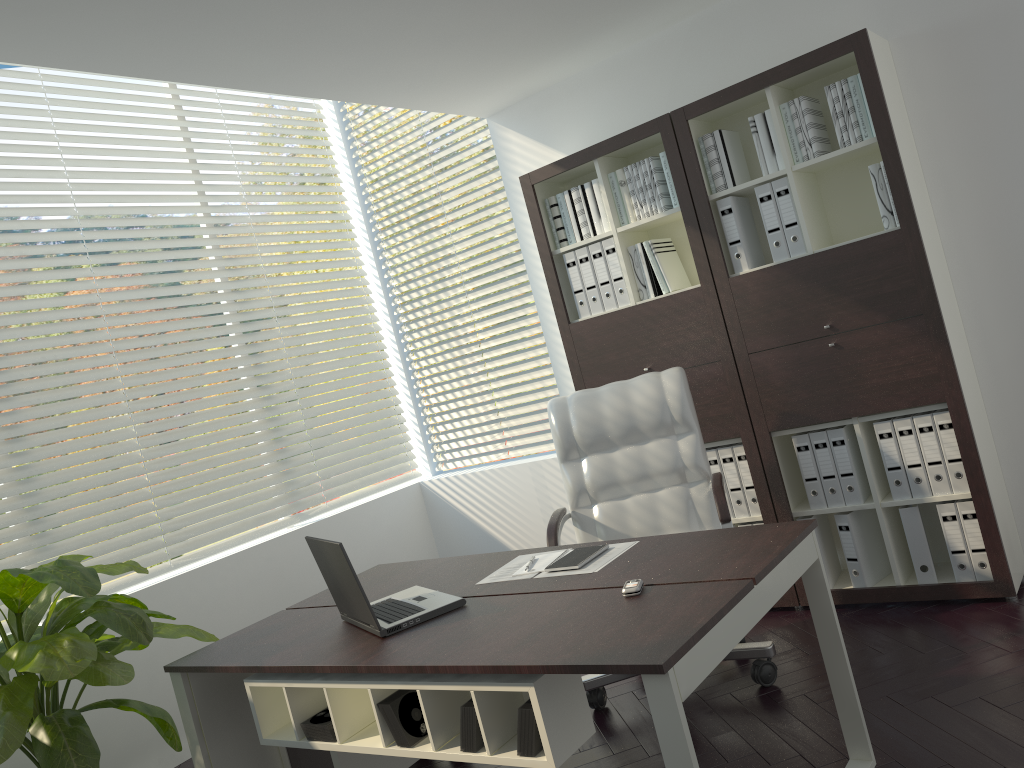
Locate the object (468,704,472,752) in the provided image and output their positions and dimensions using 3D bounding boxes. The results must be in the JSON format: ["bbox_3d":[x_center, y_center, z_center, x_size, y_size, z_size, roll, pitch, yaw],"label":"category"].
[{"bbox_3d":[-0.066,0.817,2.177,0.040,0.113,0.133,-15,1,37],"label":"object"}]

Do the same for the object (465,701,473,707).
[{"bbox_3d":[-0.074,0.818,2.183,0.039,0.113,0.133,-15,1,37],"label":"object"}]

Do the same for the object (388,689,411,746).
[{"bbox_3d":[-0.252,0.863,2.321,0.039,0.113,0.133,-15,1,37],"label":"object"}]

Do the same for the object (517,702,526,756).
[{"bbox_3d":[0.051,0.787,2.085,0.040,0.113,0.133,-15,1,37],"label":"object"}]

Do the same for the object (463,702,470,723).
[{"bbox_3d":[-0.078,0.819,2.185,0.039,0.113,0.133,-15,1,37],"label":"object"}]

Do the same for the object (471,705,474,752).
[{"bbox_3d":[-0.058,0.814,2.170,0.039,0.113,0.133,-15,1,37],"label":"object"}]

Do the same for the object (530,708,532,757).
[{"bbox_3d":[0.081,0.779,2.062,0.039,0.113,0.133,-15,1,37],"label":"object"}]

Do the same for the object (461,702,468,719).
[{"bbox_3d":[-0.083,0.821,2.189,0.040,0.113,0.133,-15,1,37],"label":"object"}]

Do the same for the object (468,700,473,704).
[{"bbox_3d":[-0.077,0.819,2.185,0.040,0.113,0.133,-15,1,37],"label":"object"}]

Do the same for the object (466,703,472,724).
[{"bbox_3d":[-0.070,0.817,2.180,0.040,0.113,0.133,-15,1,37],"label":"object"}]

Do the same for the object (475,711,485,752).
[{"bbox_3d":[-0.049,0.812,2.163,0.040,0.113,0.133,-15,1,37],"label":"object"}]

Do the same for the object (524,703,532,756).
[{"bbox_3d":[0.067,0.783,2.073,0.040,0.113,0.133,-15,1,37],"label":"object"}]

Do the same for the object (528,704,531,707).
[{"bbox_3d":[0.068,0.782,2.072,0.039,0.113,0.133,-15,1,37],"label":"object"}]

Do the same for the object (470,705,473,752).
[{"bbox_3d":[-0.061,0.815,2.173,0.040,0.113,0.133,-15,1,37],"label":"object"}]

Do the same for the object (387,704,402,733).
[{"bbox_3d":[-0.252,0.863,2.321,0.040,0.113,0.133,-15,1,37],"label":"object"}]

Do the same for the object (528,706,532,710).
[{"bbox_3d":[0.075,0.781,2.066,0.039,0.113,0.133,-15,1,37],"label":"object"}]

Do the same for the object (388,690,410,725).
[{"bbox_3d":[-0.250,0.862,2.320,0.039,0.113,0.133,-15,1,37],"label":"object"}]

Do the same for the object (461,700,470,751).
[{"bbox_3d":[-0.084,0.821,2.191,0.040,0.113,0.133,-15,1,37],"label":"object"}]

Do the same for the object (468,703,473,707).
[{"bbox_3d":[-0.067,0.816,2.177,0.039,0.113,0.133,-15,1,37],"label":"object"}]

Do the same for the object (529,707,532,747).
[{"bbox_3d":[0.078,0.780,2.065,0.040,0.113,0.133,-15,1,37],"label":"object"}]

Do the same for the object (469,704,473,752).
[{"bbox_3d":[-0.063,0.815,2.174,0.039,0.113,0.133,-15,1,37],"label":"object"}]

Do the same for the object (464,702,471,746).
[{"bbox_3d":[-0.075,0.819,2.184,0.040,0.113,0.133,-15,1,37],"label":"object"}]

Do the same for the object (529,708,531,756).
[{"bbox_3d":[0.079,0.780,2.063,0.039,0.113,0.133,-15,1,37],"label":"object"}]

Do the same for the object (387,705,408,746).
[{"bbox_3d":[-0.254,0.864,2.323,0.040,0.113,0.133,-15,1,37],"label":"object"}]

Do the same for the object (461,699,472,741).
[{"bbox_3d":[-0.083,0.820,2.190,0.039,0.113,0.133,-15,1,37],"label":"object"}]

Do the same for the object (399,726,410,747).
[{"bbox_3d":[-0.250,0.863,2.320,0.040,0.113,0.133,-15,1,37],"label":"object"}]

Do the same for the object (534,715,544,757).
[{"bbox_3d":[0.088,0.778,2.056,0.040,0.113,0.133,-15,1,37],"label":"object"}]

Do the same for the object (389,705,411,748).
[{"bbox_3d":[-0.249,0.862,2.319,0.040,0.113,0.133,-15,1,37],"label":"object"}]

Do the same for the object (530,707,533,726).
[{"bbox_3d":[0.079,0.780,2.063,0.040,0.113,0.133,-15,1,37],"label":"object"}]

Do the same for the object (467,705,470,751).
[{"bbox_3d":[-0.068,0.817,2.178,0.040,0.113,0.133,-15,1,37],"label":"object"}]

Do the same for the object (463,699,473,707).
[{"bbox_3d":[-0.079,0.819,2.187,0.039,0.113,0.133,-15,1,37],"label":"object"}]

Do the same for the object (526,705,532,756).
[{"bbox_3d":[0.072,0.782,2.069,0.040,0.113,0.133,-15,1,37],"label":"object"}]

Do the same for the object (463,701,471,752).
[{"bbox_3d":[-0.079,0.820,2.187,0.040,0.113,0.133,-15,1,37],"label":"object"}]

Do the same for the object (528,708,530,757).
[{"bbox_3d":[0.076,0.781,2.066,0.040,0.113,0.133,-15,1,37],"label":"object"}]

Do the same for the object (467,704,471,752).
[{"bbox_3d":[-0.069,0.817,2.178,0.039,0.113,0.133,-15,1,37],"label":"object"}]

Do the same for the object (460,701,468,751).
[{"bbox_3d":[-0.086,0.821,2.192,0.040,0.113,0.133,-15,1,37],"label":"object"}]

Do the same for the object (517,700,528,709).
[{"bbox_3d":[0.051,0.787,2.085,0.039,0.113,0.133,-15,1,37],"label":"object"}]

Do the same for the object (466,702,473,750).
[{"bbox_3d":[-0.070,0.817,2.180,0.039,0.113,0.133,-15,1,37],"label":"object"}]

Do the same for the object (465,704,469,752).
[{"bbox_3d":[-0.074,0.818,2.182,0.040,0.113,0.133,-15,1,37],"label":"object"}]

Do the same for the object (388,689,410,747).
[{"bbox_3d":[-0.254,0.863,2.323,0.039,0.113,0.133,-15,1,37],"label":"object"}]

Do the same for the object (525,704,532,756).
[{"bbox_3d":[0.070,0.782,2.070,0.039,0.113,0.133,-15,1,37],"label":"object"}]

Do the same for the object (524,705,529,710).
[{"bbox_3d":[0.067,0.783,2.073,0.039,0.113,0.133,-15,1,37],"label":"object"}]

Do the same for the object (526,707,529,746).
[{"bbox_3d":[0.072,0.782,2.069,0.039,0.113,0.133,-15,1,37],"label":"object"}]

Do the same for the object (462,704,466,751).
[{"bbox_3d":[-0.081,0.820,2.188,0.040,0.113,0.133,-15,1,37],"label":"object"}]

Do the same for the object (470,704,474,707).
[{"bbox_3d":[-0.061,0.815,2.173,0.039,0.113,0.133,-15,1,37],"label":"object"}]

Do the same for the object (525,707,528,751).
[{"bbox_3d":[0.069,0.783,2.071,0.040,0.113,0.133,-15,1,37],"label":"object"}]

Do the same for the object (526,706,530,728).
[{"bbox_3d":[0.070,0.782,2.070,0.040,0.113,0.133,-15,1,37],"label":"object"}]

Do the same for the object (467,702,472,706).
[{"bbox_3d":[-0.072,0.818,2.181,0.039,0.113,0.133,-15,1,37],"label":"object"}]

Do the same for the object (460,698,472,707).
[{"bbox_3d":[-0.086,0.821,2.192,0.039,0.113,0.133,-15,1,37],"label":"object"}]

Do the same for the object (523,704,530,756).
[{"bbox_3d":[0.065,0.784,2.074,0.040,0.113,0.133,-15,1,37],"label":"object"}]

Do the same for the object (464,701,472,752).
[{"bbox_3d":[-0.076,0.819,2.184,0.039,0.113,0.133,-15,1,37],"label":"object"}]

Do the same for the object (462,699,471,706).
[{"bbox_3d":[-0.085,0.821,2.191,0.039,0.113,0.133,-15,1,37],"label":"object"}]
